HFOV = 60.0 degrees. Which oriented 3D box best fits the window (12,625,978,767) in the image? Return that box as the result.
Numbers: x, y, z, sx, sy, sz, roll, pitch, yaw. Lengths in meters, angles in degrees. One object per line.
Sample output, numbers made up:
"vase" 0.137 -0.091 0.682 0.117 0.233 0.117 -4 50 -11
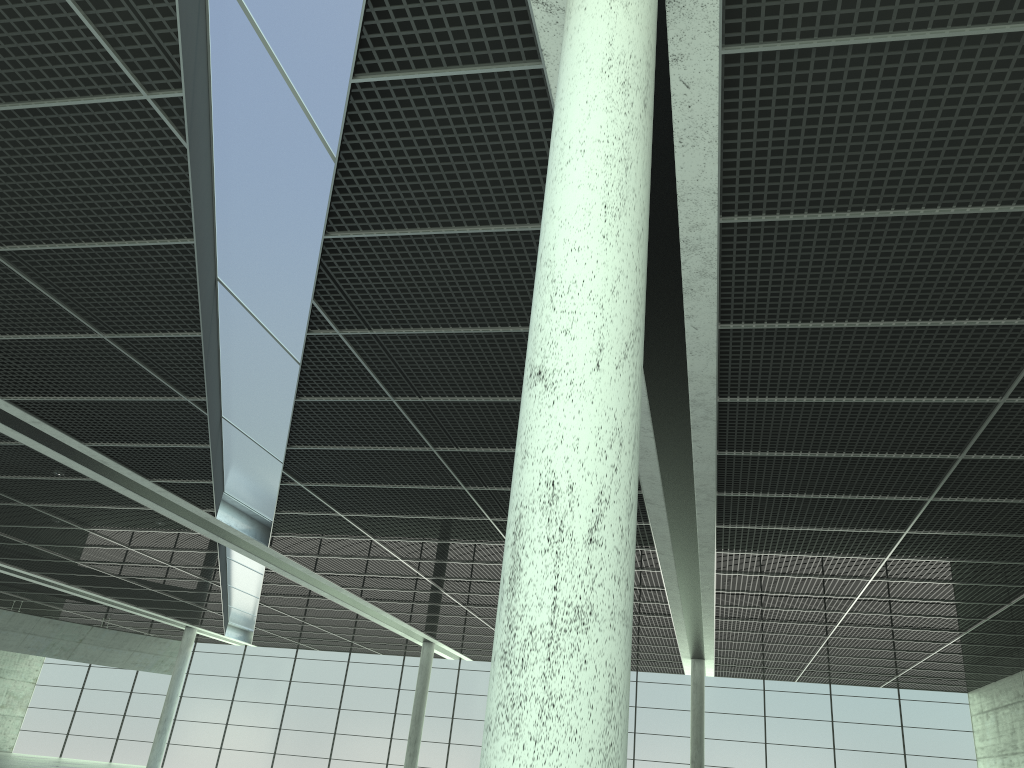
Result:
"window" -16.024 15.959 47.977 99.912 16.088 100.394 0 -27 12
